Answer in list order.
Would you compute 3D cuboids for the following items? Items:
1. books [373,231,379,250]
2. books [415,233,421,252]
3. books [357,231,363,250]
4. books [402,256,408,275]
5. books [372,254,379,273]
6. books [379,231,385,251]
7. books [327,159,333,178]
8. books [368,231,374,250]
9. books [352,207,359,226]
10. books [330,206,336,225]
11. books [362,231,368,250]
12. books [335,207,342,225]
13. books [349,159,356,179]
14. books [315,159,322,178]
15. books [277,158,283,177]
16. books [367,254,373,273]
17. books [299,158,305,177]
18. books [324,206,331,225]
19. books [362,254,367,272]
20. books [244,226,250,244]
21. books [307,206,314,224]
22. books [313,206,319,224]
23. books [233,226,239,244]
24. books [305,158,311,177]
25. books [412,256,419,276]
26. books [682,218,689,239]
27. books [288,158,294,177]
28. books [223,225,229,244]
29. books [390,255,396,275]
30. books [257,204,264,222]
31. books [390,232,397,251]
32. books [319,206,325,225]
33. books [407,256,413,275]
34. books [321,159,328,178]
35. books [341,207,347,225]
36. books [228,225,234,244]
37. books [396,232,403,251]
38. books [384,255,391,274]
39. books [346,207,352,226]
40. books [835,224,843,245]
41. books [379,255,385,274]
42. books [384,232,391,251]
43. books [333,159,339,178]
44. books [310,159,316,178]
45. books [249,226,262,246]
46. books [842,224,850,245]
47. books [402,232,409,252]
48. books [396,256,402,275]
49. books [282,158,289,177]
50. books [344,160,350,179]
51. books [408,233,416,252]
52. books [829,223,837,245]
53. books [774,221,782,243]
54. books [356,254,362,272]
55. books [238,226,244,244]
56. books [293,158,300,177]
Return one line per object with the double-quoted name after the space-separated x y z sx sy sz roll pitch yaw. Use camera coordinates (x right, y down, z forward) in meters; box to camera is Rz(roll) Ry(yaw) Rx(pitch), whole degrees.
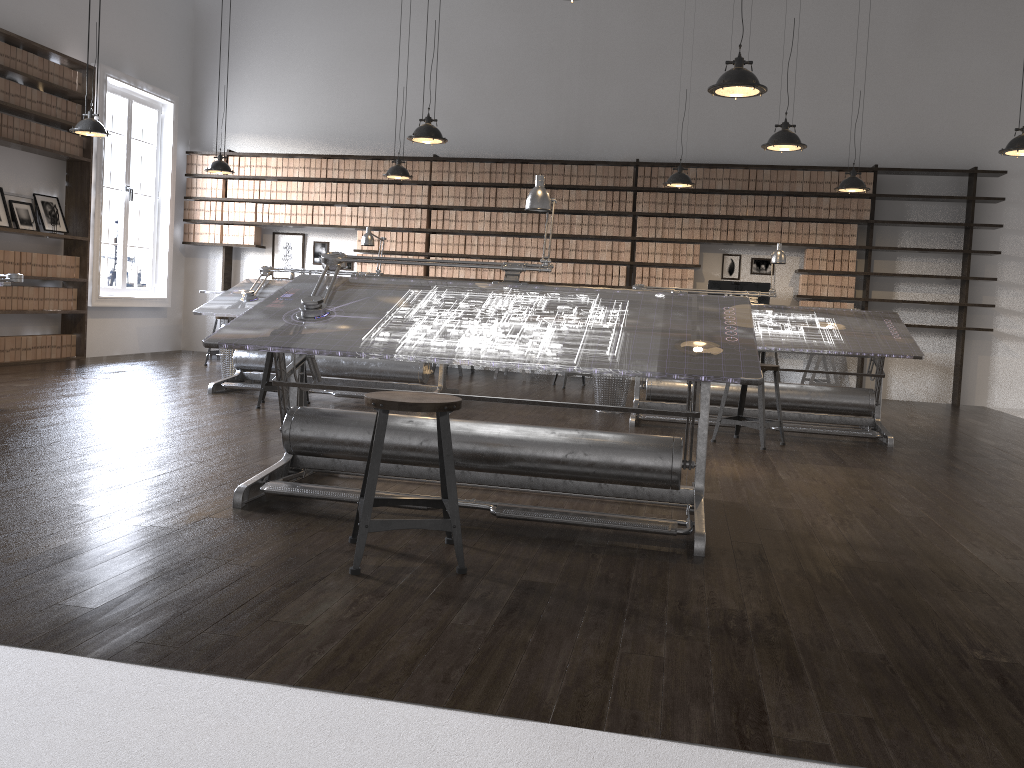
-1.568 -1.674 10.401 0.067 0.225 0.175 4 4 11 "books"
-1.072 -1.639 10.311 0.067 0.225 0.175 4 4 11 "books"
-1.766 -1.688 10.440 0.067 0.225 0.175 4 4 11 "books"
-1.228 -1.379 10.344 0.067 0.225 0.175 4 4 11 "books"
-1.575 -1.404 10.412 0.067 0.225 0.175 4 4 11 "books"
-1.501 -1.670 10.394 0.067 0.225 0.175 4 4 11 "books"
-2.121 -2.536 10.488 0.067 0.225 0.175 4 4 11 "books"
-1.633 -1.679 10.418 0.067 0.225 0.175 4 4 11 "books"
-1.825 -1.963 10.443 0.067 0.225 0.175 4 4 11 "books"
-2.089 -1.982 10.498 0.067 0.225 0.175 4 4 11 "books"
-1.695 -1.683 10.428 0.067 0.225 0.175 4 4 11 "books"
-2.024 -1.977 10.480 0.067 0.225 0.175 4 4 11 "books"
-1.848 -2.516 10.429 0.067 0.225 0.175 4 4 11 "books"
-2.267 -2.547 10.515 0.067 0.225 0.175 4 4 11 "books"
-2.742 -2.581 10.601 0.067 0.225 0.175 4 4 11 "books"
-1.646 -1.409 10.427 0.067 0.225 0.175 4 4 11 "books"
-2.466 -2.561 10.546 0.067 0.225 0.175 4 4 11 "books"
-2.158 -1.987 10.511 0.067 0.225 0.175 4 4 11 "books"
-1.708 -1.414 10.441 0.067 0.225 0.175 4 4 11 "books"
-3.169 -1.790 10.713 0.067 0.225 0.175 4 4 11 "books"
-2.372 -2.002 10.547 0.067 0.225 0.175 4 4 11 "books"
-2.297 -1.997 10.538 0.067 0.225 0.175 4 4 11 "books"
-3.303 -1.800 10.737 0.067 0.225 0.175 4 4 11 "books"
-2.395 -2.555 10.533 0.067 0.225 0.175 4 4 11 "books"
-1.101 -1.370 10.327 0.067 0.225 0.175 4 4 11 "books"
1.906 -1.700 9.733 0.067 0.225 0.175 4 4 11 "books"
-2.604 -2.571 10.580 0.067 0.225 0.175 4 4 11 "books"
-3.437 -1.809 10.758 0.067 0.225 0.175 4 4 11 "books"
-1.369 -1.389 10.375 0.067 0.225 0.175 4 4 11 "books"
-2.998 -2.047 10.668 0.067 0.225 0.175 4 4 11 "books"
-1.363 -1.659 10.364 0.067 0.225 0.175 4 4 11 "books"
-2.228 -1.992 10.520 0.067 0.225 0.175 4 4 11 "books"
-1.165 -1.375 10.337 0.067 0.225 0.175 4 4 11 "books"
-2.196 -2.541 10.496 0.067 0.225 0.175 4 4 11 "books"
-1.957 -1.972 10.472 0.067 0.225 0.175 4 4 11 "books"
-3.365 -1.804 10.747 0.067 0.225 0.175 4 4 11 "books"
-1.292 -1.655 10.355 0.067 0.225 0.175 4 4 11 "books"
-1.437 -1.395 10.392 0.067 0.225 0.175 4 4 11 "books"
-1.896 -1.968 10.458 0.067 0.225 0.175 4 4 11 "books"
3.474 -1.587 9.437 0.067 0.225 0.175 4 4 11 "books"
-1.506 -1.399 10.403 0.067 0.225 0.175 4 4 11 "books"
-1.431 -1.665 10.381 0.067 0.225 0.175 4 4 11 "books"
-2.052 -2.531 10.470 0.067 0.225 0.175 4 4 11 "books"
-2.332 -2.551 10.525 0.067 0.225 0.175 4 4 11 "books"
-3.101 -1.785 10.698 0.067 0.225 0.175 4 4 11 "books"
3.544 -1.582 9.424 0.067 0.225 0.175 4 4 11 "books"
-1.220 -1.649 10.336 0.067 0.225 0.175 4 4 11 "books"
-1.299 -1.384 10.358 0.067 0.225 0.175 4 4 11 "books"
-2.673 -2.576 10.591 0.067 0.225 0.175 4 4 11 "books"
-1.913 -2.521 10.447 0.067 0.225 0.175 4 4 11 "books"
-1.146 -1.644 10.327 0.067 0.225 0.175 4 4 11 "books"
3.407 -1.591 9.444 0.067 0.225 0.175 4 4 11 "books"
2.861 -1.630 9.548 0.067 0.225 0.175 4 4 11 "books"
-1.774 -1.418 10.449 0.067 0.225 0.175 4 4 11 "books"
-3.239 -1.794 10.720 0.067 0.225 0.175 4 4 11 "books"
-2.536 -2.566 10.563 0.067 0.225 0.175 4 4 11 "books"
